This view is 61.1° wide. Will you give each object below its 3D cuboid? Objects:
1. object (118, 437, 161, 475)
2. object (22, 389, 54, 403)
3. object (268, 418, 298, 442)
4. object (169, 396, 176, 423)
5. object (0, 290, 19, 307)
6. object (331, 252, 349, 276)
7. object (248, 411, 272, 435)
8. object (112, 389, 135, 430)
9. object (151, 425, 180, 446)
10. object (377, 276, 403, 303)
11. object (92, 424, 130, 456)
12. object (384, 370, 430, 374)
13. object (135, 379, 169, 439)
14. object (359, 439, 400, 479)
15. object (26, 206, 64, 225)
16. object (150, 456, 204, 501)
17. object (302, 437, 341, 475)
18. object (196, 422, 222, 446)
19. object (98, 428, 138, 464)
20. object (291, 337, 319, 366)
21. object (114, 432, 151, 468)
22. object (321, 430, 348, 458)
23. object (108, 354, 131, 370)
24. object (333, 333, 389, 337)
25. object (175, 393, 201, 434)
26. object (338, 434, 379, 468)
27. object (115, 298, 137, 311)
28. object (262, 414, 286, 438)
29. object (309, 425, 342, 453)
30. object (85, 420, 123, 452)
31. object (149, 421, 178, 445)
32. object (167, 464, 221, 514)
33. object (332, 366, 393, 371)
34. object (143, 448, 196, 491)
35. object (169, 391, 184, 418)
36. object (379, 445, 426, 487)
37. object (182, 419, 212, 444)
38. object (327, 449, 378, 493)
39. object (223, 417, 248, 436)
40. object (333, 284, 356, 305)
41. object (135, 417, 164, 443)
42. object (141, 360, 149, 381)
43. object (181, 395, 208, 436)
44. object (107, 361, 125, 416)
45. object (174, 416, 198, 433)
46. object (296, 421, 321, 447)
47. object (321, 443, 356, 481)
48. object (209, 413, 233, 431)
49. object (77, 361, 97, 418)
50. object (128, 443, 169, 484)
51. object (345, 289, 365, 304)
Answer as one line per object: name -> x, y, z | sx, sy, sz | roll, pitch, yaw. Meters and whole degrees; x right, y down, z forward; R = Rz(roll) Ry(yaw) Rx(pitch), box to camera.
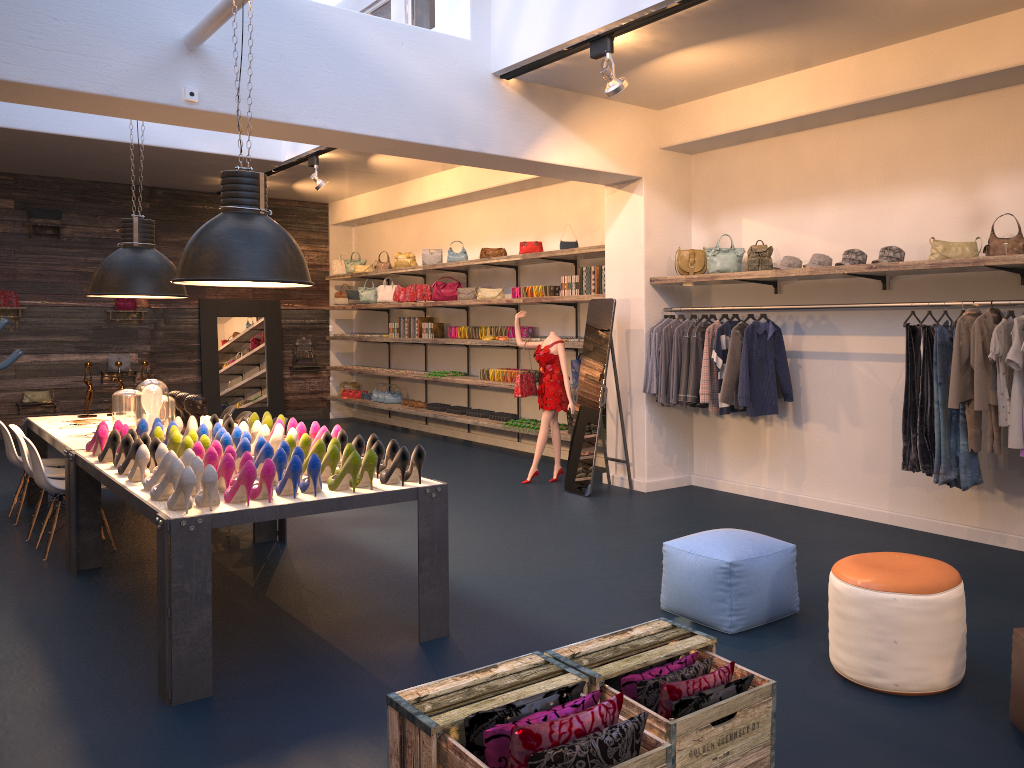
object -> -1.924, 0.369, 4.515 | 0.219, 0.195, 0.222 | -2, 3, -41
object -> -6.264, 0.159, 11.510 | 0.214, 0.174, 0.391 | 2, 3, 32
object -> -1.458, 0.306, 5.492 | 0.218, 0.195, 0.223 | -1, 3, -36
object -> -2.431, 0.220, 6.024 | 0.160, 0.289, 0.189 | 1, 1, 42
object -> -6.591, -1.110, 11.298 | 0.127, 0.254, 0.346 | 1, 2, 42
object -> -2.678, -1.921, 13.934 | 0.444, 0.386, 0.184 | 0, 1, -15
object -> -1.732, 0.279, 5.892 | 0.218, 0.195, 0.223 | -1, 3, -36
object -> -2.642, 0.200, 5.966 | 0.196, 0.336, 0.176 | 0, 1, -18
object -> -2.034, 0.332, 5.067 | 0.218, 0.195, 0.223 | -1, 3, -33
object -> -1.768, -1.369, 12.612 | 0.409, 0.386, 0.200 | 1, 1, 14
object -> -2.358, 0.328, 5.124 | 0.221, 0.195, 0.226 | -1, 2, -25
object -> -1.484, -0.170, 12.176 | 0.385, 0.029, 0.814 | -3, 5, -36
object -> -2.416, 0.171, 5.829 | 0.185, 0.412, 0.218 | 1, 1, 42
object -> -0.685, 0.375, 4.466 | 0.218, 0.195, 0.223 | -1, 3, -36
object -> -6.229, -2.241, 11.587 | 0.453, 0.232, 0.163 | -3, 3, -43
object -> -1.481, 0.413, 3.861 | 0.219, 0.195, 0.222 | -2, 3, -45
object -> -1.000, 0.371, 4.520 | 0.219, 0.195, 0.222 | -2, 3, -41
object -> -1.834, 0.323, 5.217 | 0.218, 0.195, 0.223 | -1, 3, -36
object -> -2.217, 0.342, 4.911 | 0.218, 0.195, 0.223 | -1, 3, -36
object -> -3.305, -0.521, 13.847 | 0.388, 0.460, 0.215 | -1, 1, -37
object -> -2.052, 0.354, 4.733 | 0.217, 0.195, 0.225 | -1, 2, -28
object -> -1.015, 0.347, 4.873 | 0.216, 0.195, 0.225 | -1, 2, -28
object -> -5.487, -0.307, 12.157 | 0.293, 0.230, 0.074 | -1, 1, -22
object -> -2.274, -0.760, 13.431 | 0.522, 0.060, 1.398 | -3, 5, -36
object -> -2.353, 0.205, 6.283 | 0.167, 0.285, 0.141 | -1, 1, -37
object -> -0.822, 0.360, 4.687 | 0.218, 0.195, 0.223 | -1, 3, -36
object -> -5.434, -1.150, 12.210 | 0.268, 0.243, 0.200 | -2, 2, -41
object -> -1.584, 0.292, 5.692 | 0.218, 0.195, 0.223 | -1, 3, -36
object -> -1.104, 0.332, 5.103 | 0.219, 0.195, 0.222 | -2, 3, -40
object -> -2.492, 0.314, 5.335 | 0.219, 0.195, 0.222 | -2, 3, -42
object -> -2.141, 0.318, 5.279 | 0.219, 0.195, 0.222 | -2, 3, -45
object -> -1.329, 0.427, 3.647 | 0.217, 0.195, 0.224 | -1, 2, -31
object -> -2.268, -0.242, 13.277 | 0.382, 0.024, 1.722 | -3, 5, -35
object -> -1.606, 0.398, 4.088 | 0.223, 0.195, 0.218 | 2, 3, 40
object -> -2.486, 0.193, 6.471 | 0.167, 0.285, 0.141 | -1, 1, -37
object -> -0.532, 0.389, 4.257 | 0.218, 0.195, 0.223 | -1, 3, -36
object -> -1.968, 0.310, 5.413 | 0.218, 0.195, 0.223 | -1, 3, -36
object -> -0.749, 0.399, 4.098 | 0.219, 0.195, 0.222 | -2, 3, -43
object -> -1.792, 0.301, 5.550 | 0.219, 0.195, 0.222 | -2, 3, -39
object -> -2.661, -1.426, 13.819 | 0.347, 0.335, 0.167 | 0, 1, 6
object -> -2.304, 0.304, 5.487 | 0.218, 0.195, 0.223 | -1, 3, -36
object -> -3.193, 0.026, 7.578 | 0.130, 0.468, 0.149 | 0, 0, 30
object -> -2.215, 0.218, 6.089 | 0.167, 0.285, 0.141 | -1, 1, -37
object -> -3.386, 0.036, 7.428 | 0.138, 0.468, 0.142 | 0, 0, 7
object -> -2.123, 0.296, 5.611 | 0.217, 0.195, 0.224 | -1, 2, -30
object -> -1.266, 0.318, 5.309 | 0.217, 0.195, 0.224 | -1, 2, -29
object -> -0.879, 0.384, 4.314 | 0.218, 0.195, 0.223 | -1, 3, -36
object -> -1.956, 0.287, 5.763 | 0.218, 0.195, 0.223 | -1, 3, -36
object -> -3.567, 0.044, 7.291 | 0.149, 0.468, 0.130 | 0, 0, -25
object -> -1.786, 0.383, 4.304 | 0.216, 0.195, 0.225 | -1, 2, -28
object -> -2.366, -1.347, 13.415 | 0.417, 0.232, 0.178 | 0, 1, 0
